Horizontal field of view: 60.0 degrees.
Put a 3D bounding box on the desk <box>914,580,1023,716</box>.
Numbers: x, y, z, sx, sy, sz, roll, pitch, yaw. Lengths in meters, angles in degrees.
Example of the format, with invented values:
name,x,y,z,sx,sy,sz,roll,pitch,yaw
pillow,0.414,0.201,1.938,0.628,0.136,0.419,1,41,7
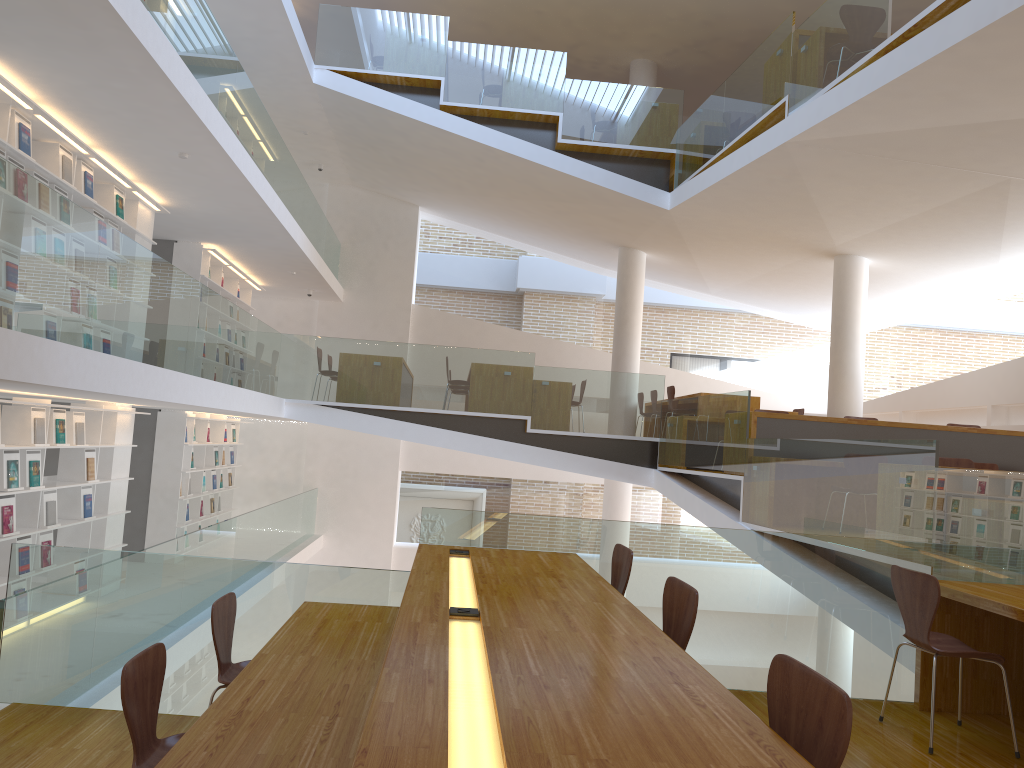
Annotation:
name,x,y,z,sx,sy,sz,roll,pitch,yaw
desk,2.408,1.157,2.653,0.760,0.606,3.185,4,-4,-4

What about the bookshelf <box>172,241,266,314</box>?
name,x,y,z,sx,sy,sz,roll,pitch,yaw
bookshelf,-4.028,-0.722,12.229,0.498,1.836,2.984,4,-4,-4

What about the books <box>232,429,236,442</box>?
name,x,y,z,sx,sy,sz,roll,pitch,yaw
books,-4.177,0.780,13.332,0.037,0.210,0.145,4,-4,-4

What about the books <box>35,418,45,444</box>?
name,x,y,z,sx,sy,sz,roll,pitch,yaw
books,-3.661,0.369,6.875,0.037,0.210,0.145,4,-4,-4

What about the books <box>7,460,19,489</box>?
name,x,y,z,sx,sy,sz,roll,pitch,yaw
books,-3.663,0.664,6.510,0.037,0.210,0.145,4,-4,-4

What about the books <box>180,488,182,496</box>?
name,x,y,z,sx,sy,sz,roll,pitch,yaw
books,-4.048,1.262,10.784,0.037,0.210,0.145,4,-4,-4

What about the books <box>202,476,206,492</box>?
name,x,y,z,sx,sy,sz,roll,pitch,yaw
books,-4.122,1.335,11.848,0.037,0.210,0.145,4,-4,-4

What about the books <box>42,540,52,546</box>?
name,x,y,z,sx,sy,sz,roll,pitch,yaw
books,-3.757,1.375,7.161,0.037,0.210,0.145,4,-4,-4

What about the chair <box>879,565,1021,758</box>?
name,x,y,z,sx,sy,sz,roll,pitch,yaw
chair,1.847,1.145,3.752,0.381,0.693,0.428,4,-4,-4

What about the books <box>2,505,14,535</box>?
name,x,y,z,sx,sy,sz,roll,pitch,yaw
books,-3.684,0.996,6.477,0.037,0.210,0.145,4,-4,-4

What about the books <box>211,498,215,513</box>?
name,x,y,z,sx,sy,sz,roll,pitch,yaw
books,-4.181,1.701,12.385,0.037,0.210,0.145,4,-4,-4

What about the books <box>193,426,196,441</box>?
name,x,y,z,sx,sy,sz,roll,pitch,yaw
books,-4.027,0.614,11.202,0.037,0.210,0.145,4,-4,-4

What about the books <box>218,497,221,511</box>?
name,x,y,z,sx,sy,sz,roll,pitch,yaw
books,-4.204,1.723,12.716,0.037,0.210,0.145,4,-4,-4

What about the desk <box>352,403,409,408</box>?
name,x,y,z,sx,sy,sz,roll,pitch,yaw
desk,-1.827,0.053,12.267,0.760,0.606,3.194,4,-4,-4

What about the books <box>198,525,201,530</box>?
name,x,y,z,sx,sy,sz,roll,pitch,yaw
books,-4.165,1.992,11.800,0.037,0.210,0.145,4,-4,-4

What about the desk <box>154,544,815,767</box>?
name,x,y,z,sx,sy,sz,roll,pitch,yaw
desk,-0.251,1.129,2.661,1.285,0.918,3.236,4,-4,-4

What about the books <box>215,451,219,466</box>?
name,x,y,z,sx,sy,sz,roll,pitch,yaw
books,-4.138,1.042,12.427,0.037,0.210,0.145,4,-4,-4

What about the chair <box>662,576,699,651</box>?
name,x,y,z,sx,sy,sz,roll,pitch,yaw
chair,0.362,0.980,2.848,0.381,0.693,0.428,4,-4,-4

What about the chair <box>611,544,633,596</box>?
name,x,y,z,sx,sy,sz,roll,pitch,yaw
chair,0.295,1.041,3.815,0.381,0.693,0.428,4,-4,-4

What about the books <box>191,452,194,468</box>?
name,x,y,z,sx,sy,sz,roll,pitch,yaw
books,-4.050,0.968,11.202,0.037,0.210,0.145,4,-4,-4

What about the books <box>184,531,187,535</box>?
name,x,y,z,sx,sy,sz,roll,pitch,yaw
books,-4.121,1.961,11.166,0.037,0.210,0.145,4,-4,-4

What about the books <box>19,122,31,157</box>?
name,x,y,z,sx,sy,sz,roll,pitch,yaw
books,-3.468,-1.735,6.314,0.037,0.210,0.145,4,-4,-4

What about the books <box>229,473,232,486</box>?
name,x,y,z,sx,sy,sz,roll,pitch,yaw
books,-4.221,1.439,13.290,0.037,0.210,0.145,4,-4,-4

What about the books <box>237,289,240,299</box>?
name,x,y,z,sx,sy,sz,roll,pitch,yaw
books,-3.998,-1.291,12.937,0.037,0.210,0.145,4,-4,-4

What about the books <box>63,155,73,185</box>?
name,x,y,z,sx,sy,sz,roll,pitch,yaw
books,-3.517,-1.688,7.019,0.037,0.210,0.145,4,-4,-4

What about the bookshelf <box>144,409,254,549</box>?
name,x,y,z,sx,sy,sz,roll,pitch,yaw
bookshelf,-4.172,1.329,12.089,0.498,1.836,2.984,4,-4,-4

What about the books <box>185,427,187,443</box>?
name,x,y,z,sx,sy,sz,roll,pitch,yaw
books,-4.001,0.624,10.845,0.037,0.210,0.145,4,-4,-4

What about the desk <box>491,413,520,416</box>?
name,x,y,z,sx,sy,sz,roll,pitch,yaw
desk,-0.008,0.263,12.379,1.248,0.757,3.196,4,-4,-4

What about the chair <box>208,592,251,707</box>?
name,x,y,z,sx,sy,sz,roll,pitch,yaw
chair,-1.064,1.256,3.707,0.381,0.693,0.428,4,-4,-4

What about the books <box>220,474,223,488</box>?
name,x,y,z,sx,sy,sz,roll,pitch,yaw
books,-4.182,1.399,12.738,0.037,0.210,0.145,4,-4,-4

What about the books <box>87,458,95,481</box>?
name,x,y,z,sx,sy,sz,roll,pitch,yaw
books,-3.761,0.765,7.917,0.037,0.210,0.145,4,-4,-4

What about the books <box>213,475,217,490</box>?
name,x,y,z,sx,sy,sz,roll,pitch,yaw
books,-4.158,1.378,12.404,0.037,0.210,0.145,4,-4,-4

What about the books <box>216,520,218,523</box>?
name,x,y,z,sx,sy,sz,roll,pitch,yaw
books,-4.227,2.051,12.693,0.037,0.210,0.145,4,-4,-4

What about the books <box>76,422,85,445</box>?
name,x,y,z,sx,sy,sz,roll,pitch,yaw
books,-3.715,0.437,7.630,0.037,0.210,0.145,4,-4,-4

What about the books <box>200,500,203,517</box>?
name,x,y,z,sx,sy,sz,roll,pitch,yaw
books,-4.145,1.662,11.826,0.037,0.210,0.145,4,-4,-4

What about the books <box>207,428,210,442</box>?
name,x,y,z,sx,sy,sz,roll,pitch,yaw
books,-4.077,0.694,11.892,0.037,0.210,0.145,4,-4,-4

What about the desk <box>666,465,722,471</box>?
name,x,y,z,sx,sy,sz,roll,pitch,yaw
desk,3.576,0.806,10.480,3.356,0.606,0.760,4,-4,-4

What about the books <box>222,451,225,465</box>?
name,x,y,z,sx,sy,sz,roll,pitch,yaw
books,-4.162,1.065,12.775,0.037,0.210,0.145,4,-4,-4

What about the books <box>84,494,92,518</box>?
name,x,y,z,sx,sy,sz,roll,pitch,yaw
books,-3.782,1.093,7.911,0.037,0.210,0.145,4,-4,-4

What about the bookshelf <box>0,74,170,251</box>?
name,x,y,z,sx,sy,sz,roll,pitch,yaw
bookshelf,-3.680,-1.043,7.188,0.498,1.836,3.666,4,-4,-4

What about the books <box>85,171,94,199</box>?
name,x,y,z,sx,sy,sz,roll,pitch,yaw
books,-3.546,-1.663,7.437,0.037,0.210,0.145,4,-4,-4

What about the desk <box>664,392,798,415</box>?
name,x,y,z,sx,sy,sz,roll,pitch,yaw
desk,2.832,0.631,12.618,1.247,0.762,3.194,4,-4,-4

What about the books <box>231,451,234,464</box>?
name,x,y,z,sx,sy,sz,roll,pitch,yaw
books,-4.198,1.115,13.309,0.037,0.210,0.145,4,-4,-4

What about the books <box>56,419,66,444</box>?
name,x,y,z,sx,sy,sz,roll,pitch,yaw
books,-3.686,0.392,7.244,0.037,0.210,0.145,4,-4,-4

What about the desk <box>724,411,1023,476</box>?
name,x,y,z,sx,sy,sz,roll,pitch,yaw
desk,3.789,0.890,8.449,3.216,1.022,1.248,4,-4,-4

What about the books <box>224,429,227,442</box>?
name,x,y,z,sx,sy,sz,roll,pitch,yaw
books,-4.141,0.751,12.797,0.037,0.210,0.145,4,-4,-4

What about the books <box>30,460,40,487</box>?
name,x,y,z,sx,sy,sz,roll,pitch,yaw
books,-3.683,0.697,6.845,0.037,0.210,0.145,4,-4,-4

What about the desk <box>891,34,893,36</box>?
name,x,y,z,sx,sy,sz,roll,pitch,yaw
desk,4.110,-2.649,8.156,3.223,0.815,1.250,4,-4,-4

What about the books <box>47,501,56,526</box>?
name,x,y,z,sx,sy,sz,roll,pitch,yaw
books,-3.732,1.055,7.185,0.037,0.210,0.145,4,-4,-4

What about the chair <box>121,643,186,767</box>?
name,x,y,z,sx,sy,sz,roll,pitch,yaw
chair,-0.997,1.194,2.740,0.381,0.693,0.428,4,-4,-4

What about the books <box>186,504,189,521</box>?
name,x,y,z,sx,sy,sz,roll,pitch,yaw
books,-4.096,1.616,11.167,0.037,0.210,0.145,4,-4,-4

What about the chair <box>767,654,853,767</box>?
name,x,y,z,sx,sy,sz,roll,pitch,yaw
chair,0.402,0.906,1.732,0.381,0.693,0.428,4,-4,-4

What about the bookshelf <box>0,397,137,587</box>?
name,x,y,z,sx,sy,sz,roll,pitch,yaw
bookshelf,-3.874,1.004,7.044,0.397,1.836,3.666,4,-4,-4

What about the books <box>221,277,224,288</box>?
name,x,y,z,sx,sy,sz,roll,pitch,yaw
books,-3.935,-1.348,12.032,0.037,0.210,0.145,4,-4,-4

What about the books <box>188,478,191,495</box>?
name,x,y,z,sx,sy,sz,roll,pitch,yaw
books,-4.072,1.297,11.164,0.037,0.210,0.145,4,-4,-4

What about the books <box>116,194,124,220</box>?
name,x,y,z,sx,sy,sz,roll,pitch,yaw
books,-3.595,-1.617,8.135,0.037,0.210,0.145,4,-4,-4

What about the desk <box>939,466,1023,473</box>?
name,x,y,z,sx,sy,sz,roll,pitch,yaw
desk,4.202,1.013,5.488,3.243,0.785,1.527,4,-4,-4
